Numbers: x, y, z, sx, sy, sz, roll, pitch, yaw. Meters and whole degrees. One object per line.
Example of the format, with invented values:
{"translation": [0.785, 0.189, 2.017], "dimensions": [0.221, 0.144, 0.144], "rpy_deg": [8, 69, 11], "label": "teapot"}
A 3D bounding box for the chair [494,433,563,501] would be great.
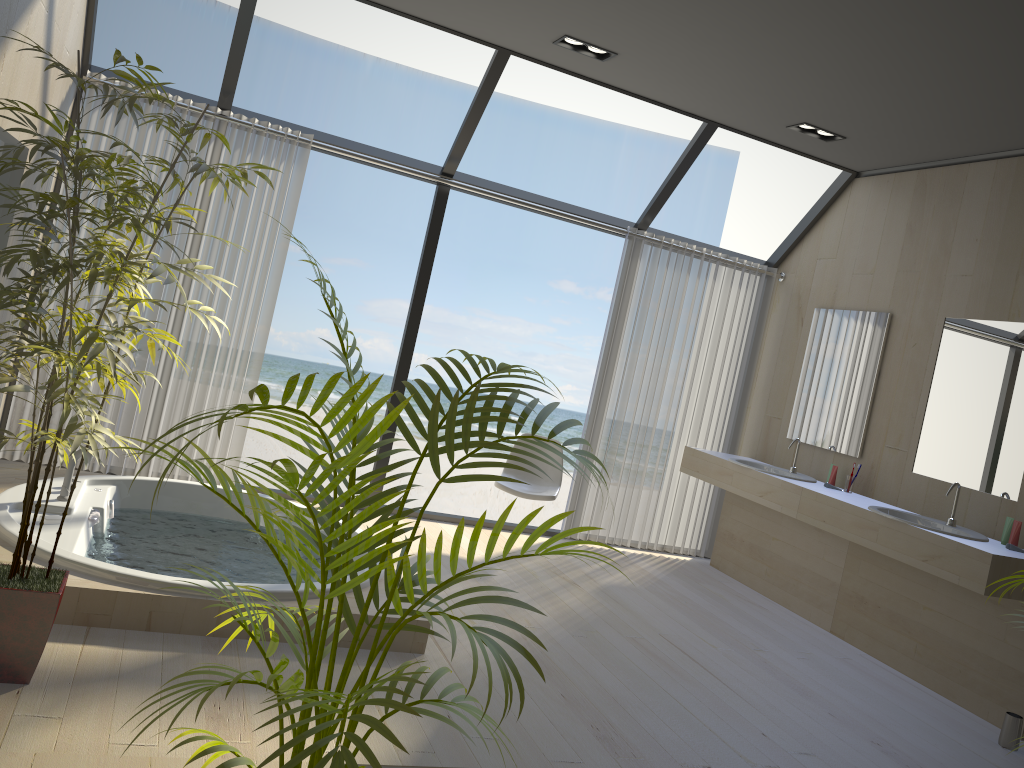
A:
{"translation": [0.123, 0.494, 5.275], "dimensions": [0.369, 0.347, 0.454], "rpy_deg": [13, 1, 7], "label": "chair"}

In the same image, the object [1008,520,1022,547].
{"translation": [2.295, 0.691, 4.039], "dimensions": [0.039, 0.135, 0.039], "rpy_deg": [12, 0, 20], "label": "object"}

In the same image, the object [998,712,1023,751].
{"translation": [2.315, 1.200, 3.694], "dimensions": [0.404, 0.749, 0.275], "rpy_deg": [13, 0, -33], "label": "object"}

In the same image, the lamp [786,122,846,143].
{"translation": [1.754, -1.492, 5.075], "dimensions": [0.299, 0.112, 0.165], "rpy_deg": [12, 2, -21], "label": "lamp"}

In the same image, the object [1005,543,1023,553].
{"translation": [2.267, 0.739, 3.960], "dimensions": [0.105, 0.029, 0.032], "rpy_deg": [13, 1, 19], "label": "object"}

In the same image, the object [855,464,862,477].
{"translation": [1.969, 0.543, 5.099], "dimensions": [0.054, 0.175, 0.012], "rpy_deg": [13, -1, 4], "label": "object"}

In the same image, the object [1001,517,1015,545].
{"translation": [2.323, 0.692, 4.149], "dimensions": [0.039, 0.135, 0.039], "rpy_deg": [12, 0, 20], "label": "object"}

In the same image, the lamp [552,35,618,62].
{"translation": [0.386, -1.771, 4.543], "dimensions": [0.299, 0.112, 0.165], "rpy_deg": [12, 2, -21], "label": "lamp"}

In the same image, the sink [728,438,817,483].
{"translation": [1.595, 0.515, 5.427], "dimensions": [0.502, 0.419, 0.576], "rpy_deg": [12, 2, -18], "label": "sink"}

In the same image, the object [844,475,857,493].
{"translation": [1.945, 0.580, 5.100], "dimensions": [0.058, 0.100, 0.058], "rpy_deg": [13, 0, -14], "label": "object"}

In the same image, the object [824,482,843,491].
{"translation": [1.847, 0.591, 5.087], "dimensions": [0.105, 0.029, 0.032], "rpy_deg": [13, 1, 19], "label": "object"}

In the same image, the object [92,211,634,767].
{"translation": [-0.263, 0.403, 1.717], "dimensions": [1.059, 1.346, 0.878], "rpy_deg": [12, 0, -33], "label": "object"}

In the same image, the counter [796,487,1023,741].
{"translation": [1.957, 1.072, 4.343], "dimensions": [0.548, 0.791, 1.211], "rpy_deg": [12, 2, -21], "label": "counter"}

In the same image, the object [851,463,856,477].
{"translation": [1.945, 0.538, 5.072], "dimensions": [0.012, 0.178, 0.049], "rpy_deg": [12, 0, 18], "label": "object"}

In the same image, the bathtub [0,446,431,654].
{"translation": [-1.430, 0.679, 3.729], "dimensions": [1.813, 0.698, 1.655], "rpy_deg": [12, 2, -21], "label": "bathtub"}

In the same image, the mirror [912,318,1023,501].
{"translation": [2.400, 0.102, 4.532], "dimensions": [0.023, 0.869, 0.656], "rpy_deg": [13, 0, -21], "label": "mirror"}

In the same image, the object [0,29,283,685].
{"translation": [-1.283, -0.064, 2.462], "dimensions": [0.787, 1.757, 0.934], "rpy_deg": [13, 0, 4], "label": "object"}

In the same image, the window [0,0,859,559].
{"translation": [-0.264, -0.521, 5.226], "dimensions": [4.541, 2.815, 0.748], "rpy_deg": [12, 0, -21], "label": "window"}

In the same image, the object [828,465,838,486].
{"translation": [1.874, 0.543, 5.167], "dimensions": [0.039, 0.135, 0.038], "rpy_deg": [12, 0, 27], "label": "object"}

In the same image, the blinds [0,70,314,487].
{"translation": [-1.898, -0.515, 4.822], "dimensions": [1.177, 2.072, 0.084], "rpy_deg": [13, -1, -21], "label": "blinds"}

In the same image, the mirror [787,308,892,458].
{"translation": [2.014, -0.030, 5.491], "dimensions": [0.023, 0.869, 0.656], "rpy_deg": [13, 0, -21], "label": "mirror"}

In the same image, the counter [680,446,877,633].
{"translation": [1.536, 0.924, 5.470], "dimensions": [0.548, 0.791, 1.211], "rpy_deg": [12, 2, -21], "label": "counter"}

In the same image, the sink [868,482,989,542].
{"translation": [2.016, 0.662, 4.299], "dimensions": [0.502, 0.419, 0.576], "rpy_deg": [12, 2, -18], "label": "sink"}

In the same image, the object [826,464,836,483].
{"translation": [1.902, 0.544, 5.277], "dimensions": [0.039, 0.135, 0.038], "rpy_deg": [12, 0, 27], "label": "object"}

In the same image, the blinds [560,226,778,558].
{"translation": [1.070, 0.091, 5.977], "dimensions": [1.177, 2.072, 0.084], "rpy_deg": [13, -1, -21], "label": "blinds"}

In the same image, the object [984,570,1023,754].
{"translation": [1.713, 0.901, 2.399], "dimensions": [0.918, 1.157, 0.749], "rpy_deg": [13, 0, 12], "label": "object"}
